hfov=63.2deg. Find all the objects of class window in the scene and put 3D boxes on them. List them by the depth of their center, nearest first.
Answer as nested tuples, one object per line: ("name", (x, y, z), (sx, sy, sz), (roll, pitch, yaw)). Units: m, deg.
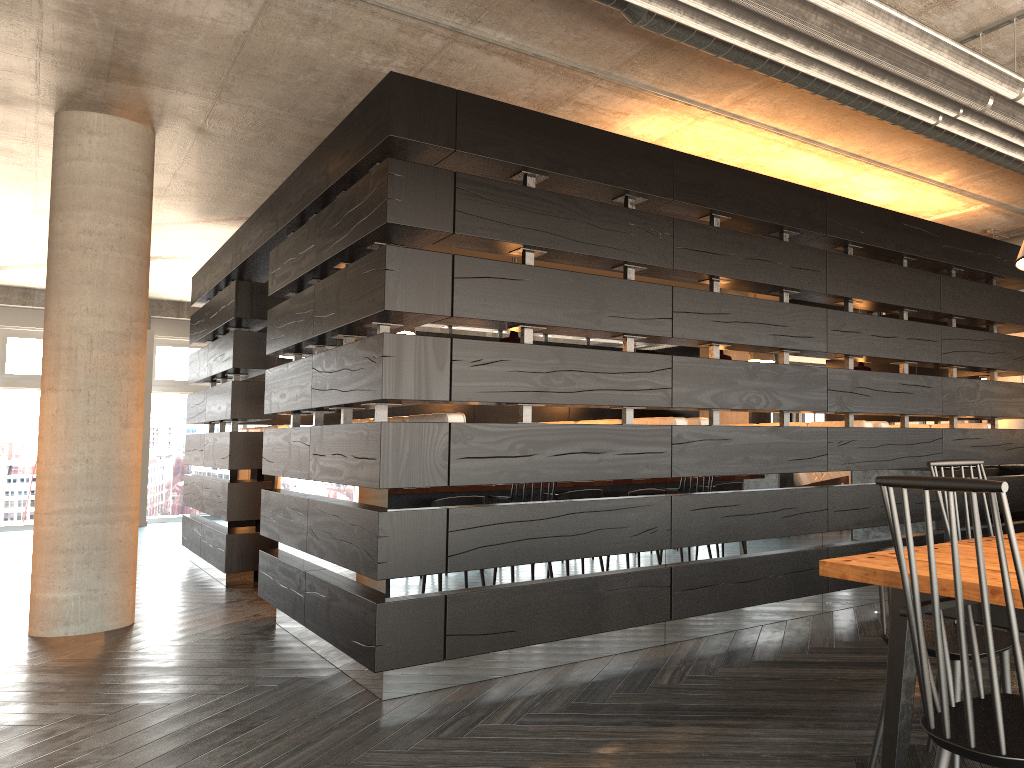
("window", (-6.686, 0.448, 10.632), (2.884, 2.872, 0.211), (3, -4, -35))
("window", (-4.018, 0.566, 12.488), (2.884, 2.872, 0.211), (3, -4, -35))

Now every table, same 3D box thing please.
("table", (2.843, 0.913, 3.015), (4.342, 0.791, 1.023), (3, -4, -35))

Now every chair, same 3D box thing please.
("chair", (1.116, 0.719, 1.867), (0.563, 1.032, 0.395), (2, -4, -28))
("chair", (1.425, 0.928, 2.747), (0.434, 0.737, 0.380), (3, -4, -33))
("chair", (1.872, 0.806, 3.140), (0.530, 1.032, 0.419), (3, -4, -33))

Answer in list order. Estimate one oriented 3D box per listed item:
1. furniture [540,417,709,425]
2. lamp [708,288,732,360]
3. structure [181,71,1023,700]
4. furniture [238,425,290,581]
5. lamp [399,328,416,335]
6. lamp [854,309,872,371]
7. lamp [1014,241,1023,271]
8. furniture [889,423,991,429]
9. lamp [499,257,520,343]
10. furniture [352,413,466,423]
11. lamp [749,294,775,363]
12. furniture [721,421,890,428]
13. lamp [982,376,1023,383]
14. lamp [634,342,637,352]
("furniture", (0.702, 0.877, 5.701), (1.241, 1.259, 1.606), (3, -4, -32))
("lamp", (1.579, -0.659, 6.315), (0.220, 1.049, 0.168), (2, -4, -26))
("structure", (0.740, 0.268, 7.655), (6.349, 2.740, 5.224), (2, -5, -33))
("furniture", (-2.104, 1.018, 7.530), (0.674, 1.259, 1.614), (3, -5, -31))
("lamp", (-0.973, -1.147, 6.477), (0.505, 1.502, 0.385), (2, -4, -26))
("lamp", (3.087, -0.592, 7.364), (0.224, 1.049, 0.164), (4, -4, -40))
("lamp", (1.458, -1.126, 2.129), (0.358, 1.736, 0.374), (0, -3, 9))
("furniture", (3.562, 1.004, 7.691), (0.688, 1.259, 1.606), (3, -5, -31))
("lamp", (0.020, -0.728, 5.230), (0.224, 1.049, 0.164), (4, -4, -40))
("furniture", (-0.538, 0.822, 4.838), (0.689, 1.259, 1.606), (3, -5, -31))
("lamp", (2.621, -0.987, 8.977), (0.505, 1.502, 0.385), (2, -4, -26))
("furniture", (2.301, 0.948, 6.813), (1.241, 1.259, 1.606), (3, -4, -32))
("lamp", (9.443, -0.438, 16.661), (3.952, 0.857, 0.257), (3, -4, -35))
("lamp", (1.500, -0.392, 10.107), (0.193, 1.049, 0.194), (0, -3, 5))
